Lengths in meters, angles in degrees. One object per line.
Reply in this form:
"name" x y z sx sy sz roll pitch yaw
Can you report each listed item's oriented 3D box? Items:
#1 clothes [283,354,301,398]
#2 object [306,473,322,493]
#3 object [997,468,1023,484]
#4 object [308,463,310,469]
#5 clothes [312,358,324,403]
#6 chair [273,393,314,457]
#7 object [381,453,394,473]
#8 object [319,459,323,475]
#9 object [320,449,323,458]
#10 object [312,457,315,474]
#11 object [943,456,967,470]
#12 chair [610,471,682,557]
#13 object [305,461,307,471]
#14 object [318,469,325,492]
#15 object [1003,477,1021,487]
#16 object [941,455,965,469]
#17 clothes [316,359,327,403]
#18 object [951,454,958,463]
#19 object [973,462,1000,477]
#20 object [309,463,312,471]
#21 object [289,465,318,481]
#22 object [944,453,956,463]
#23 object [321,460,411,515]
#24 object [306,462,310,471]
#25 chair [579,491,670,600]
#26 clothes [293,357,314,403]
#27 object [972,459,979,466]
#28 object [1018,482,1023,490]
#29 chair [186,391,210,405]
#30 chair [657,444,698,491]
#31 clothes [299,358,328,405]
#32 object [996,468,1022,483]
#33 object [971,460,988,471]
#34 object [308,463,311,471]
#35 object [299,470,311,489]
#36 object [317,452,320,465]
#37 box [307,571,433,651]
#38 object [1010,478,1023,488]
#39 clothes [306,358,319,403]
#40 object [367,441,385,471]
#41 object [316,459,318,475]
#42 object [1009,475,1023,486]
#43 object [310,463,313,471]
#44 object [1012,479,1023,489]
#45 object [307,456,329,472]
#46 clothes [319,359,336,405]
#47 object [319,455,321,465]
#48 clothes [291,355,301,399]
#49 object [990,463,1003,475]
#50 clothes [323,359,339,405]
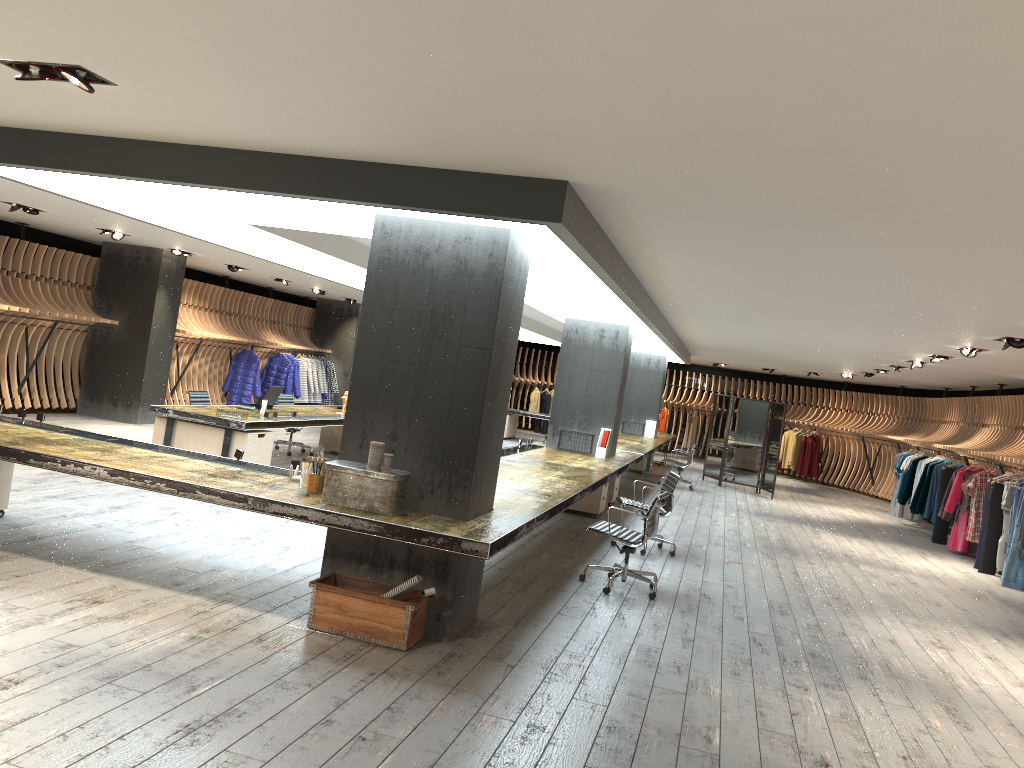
"clothes" -5.014 -0.041 19.375 0.884 1.246 0.249 9 0 11
"object" -1.245 0.620 5.588 0.084 0.111 0.083 9 0 1
"object" 6.487 1.195 11.287 0.549 0.250 0.023 9 0 15
"object" -1.311 0.567 5.707 0.007 0.170 0.030 9 0 -10
"clothes" -4.651 -0.068 20.499 0.752 1.062 0.128 9 0 12
"chair" -3.214 0.606 13.185 0.668 0.859 0.693 9 0 5
"object" -0.739 0.468 5.253 0.062 0.109 0.062 9 0 -16
"object" -1.211 0.571 5.575 0.008 0.207 0.054 9 0 -21
"object" -1.217 0.548 5.691 0.062 0.264 0.012 9 0 -34
"object" -1.244 0.565 5.575 0.054 0.207 0.008 9 0 -3
"object" 7.174 1.276 14.126 0.525 0.270 0.012 9 0 19
"chair" 1.442 1.356 9.578 0.667 0.859 0.693 9 0 -10
"object" -1.324 0.566 5.667 0.007 0.170 0.030 9 0 -29
"object" -1.199 0.622 5.699 0.108 0.128 0.108 9 0 29
"object" 6.429 1.186 11.027 0.549 0.243 0.023 9 0 20
"object" 7.226 1.282 14.299 0.526 0.270 0.012 9 0 39
"clothes" -4.609 -0.063 20.672 0.752 1.062 0.128 9 0 12
"object" 7.291 1.286 14.591 0.525 0.270 0.012 9 0 24
"object" 6.777 1.234 12.494 0.525 0.270 0.012 9 0 14
"object" -1.300 0.569 5.681 0.030 0.170 0.007 9 0 -19
"object" -1.244 0.468 5.919 0.431 0.429 0.195 9 0 10
"object" 7.383 1.298 14.901 0.525 0.270 0.012 9 0 14
"object" -0.884 0.620 5.349 0.498 0.239 0.302 9 0 14
"object" -1.314 0.567 5.668 0.030 0.170 0.007 8 0 34
"chair" 0.960 1.307 7.559 0.668 0.859 0.693 9 0 10
"clothes" -4.769 -0.079 20.015 0.752 1.062 0.128 9 0 12
"object" 6.987 1.256 13.362 0.525 0.270 0.012 9 0 14
"object" 6.296 1.172 10.493 0.549 0.243 0.023 9 0 15
"chair" -3.748 0.551 11.087 0.667 0.859 0.693 9 0 0
"chair" 3.149 1.526 16.796 0.668 0.859 0.693 9 0 10
"clothes" -4.695 -0.009 20.902 0.885 1.239 0.245 9 0 11
"object" 6.510 1.193 11.380 0.023 0.243 0.550 9 0 -40
"object" 6.951 1.253 13.118 0.525 0.270 0.012 9 0 24
"object" -1.306 0.569 5.673 0.030 0.170 0.007 9 0 7
"object" -1.326 0.611 5.688 0.061 0.111 0.061 9 0 3
"object" -1.229 0.559 5.709 0.084 0.240 0.009 9 0 -9
"box" -0.855 1.354 5.291 0.665 0.282 0.341 9 0 14
"object" 6.386 1.191 10.803 0.549 0.256 0.023 9 0 39
"clothes" -4.713 -0.074 20.244 0.752 1.062 0.128 9 0 12
"object" -0.796 0.452 5.374 0.088 0.204 0.262 9 0 12
"object" -1.228 0.569 5.567 0.008 0.207 0.054 9 0 1
"object" 6.461 1.188 11.182 0.548 0.243 0.023 8 0 -25
"object" -1.300 0.569 5.691 0.007 0.170 0.030 8 0 44
"object" 6.397 1.185 10.925 0.549 0.243 0.023 8 0 -15
"object" -1.249 0.571 5.658 0.138 0.209 0.034 9 0 -6
"clothes" -4.516 0.003 21.022 0.807 1.187 0.191 9 0 14
"object" -1.221 0.570 5.701 0.009 0.222 0.082 8 0 43
"clothes" -5.048 -0.046 19.567 0.885 1.239 0.245 9 0 11
"object" 6.720 1.235 12.289 0.524 0.286 0.015 9 0 -1
"clothes" -4.480 0.006 21.206 0.800 1.186 0.191 9 0 14
